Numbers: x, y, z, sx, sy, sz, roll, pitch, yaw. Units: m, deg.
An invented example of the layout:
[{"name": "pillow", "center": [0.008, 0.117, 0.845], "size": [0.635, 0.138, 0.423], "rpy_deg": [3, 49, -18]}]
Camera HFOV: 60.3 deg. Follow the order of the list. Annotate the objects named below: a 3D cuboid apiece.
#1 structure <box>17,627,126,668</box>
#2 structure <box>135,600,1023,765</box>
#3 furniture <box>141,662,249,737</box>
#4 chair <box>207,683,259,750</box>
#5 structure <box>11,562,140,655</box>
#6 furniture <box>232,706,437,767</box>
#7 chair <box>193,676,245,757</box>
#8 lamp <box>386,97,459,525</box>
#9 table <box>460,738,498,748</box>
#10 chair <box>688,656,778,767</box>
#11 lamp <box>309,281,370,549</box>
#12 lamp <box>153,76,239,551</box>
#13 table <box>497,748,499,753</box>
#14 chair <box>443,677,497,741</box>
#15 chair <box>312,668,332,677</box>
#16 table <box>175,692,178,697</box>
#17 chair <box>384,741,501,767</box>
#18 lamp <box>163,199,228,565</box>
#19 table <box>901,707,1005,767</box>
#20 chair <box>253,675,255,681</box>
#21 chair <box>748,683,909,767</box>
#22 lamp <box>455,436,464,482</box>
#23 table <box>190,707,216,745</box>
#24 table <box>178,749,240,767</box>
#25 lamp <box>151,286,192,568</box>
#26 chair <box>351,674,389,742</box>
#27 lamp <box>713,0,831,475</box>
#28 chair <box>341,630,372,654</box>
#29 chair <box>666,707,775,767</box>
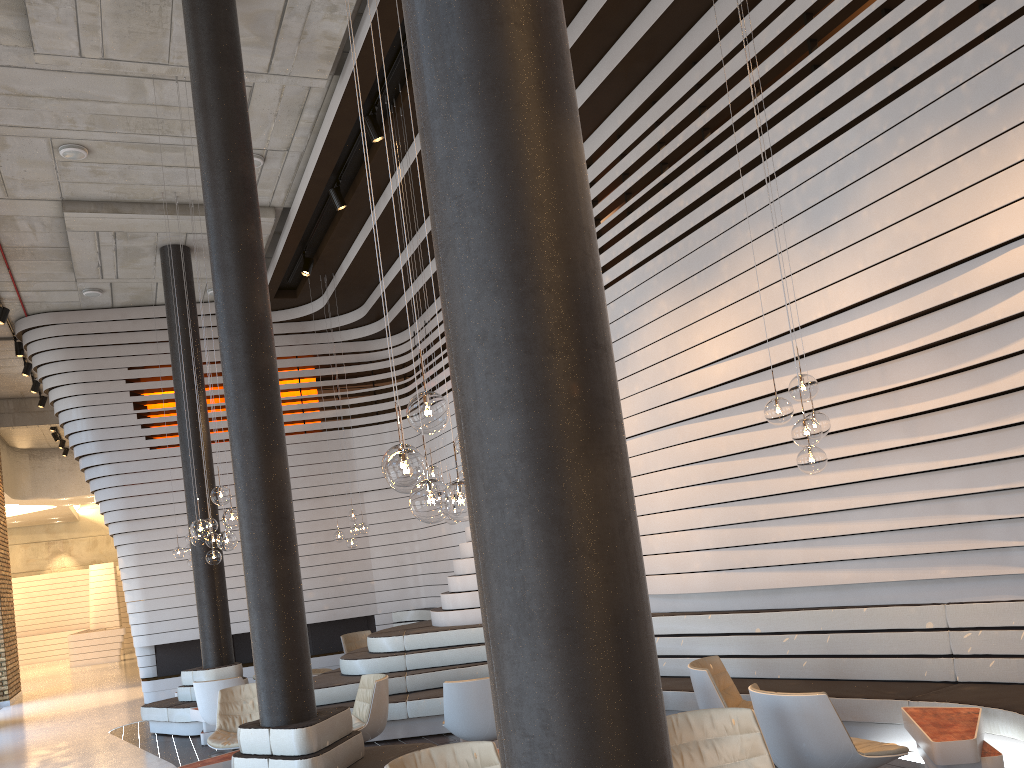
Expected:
[{"name": "structure", "center": [-13.184, 8.061, 27.188], "size": [2.535, 0.888, 7.638], "rpy_deg": [2, -14, -45]}, {"name": "structure", "center": [0.284, 2.678, 8.042], "size": [5.728, 0.918, 18.586], "rpy_deg": [-2, -12, -27]}, {"name": "furniture", "center": [-3.839, 3.844, 10.785], "size": [1.265, 0.714, 1.809], "rpy_deg": [-3, -11, -28]}, {"name": "chair", "center": [-2.274, 3.027, 7.653], "size": [0.655, 0.759, 0.721], "rpy_deg": [-7, -7, -6]}, {"name": "structure", "center": [-14.398, 7.617, 29.285], "size": [4.498, 2.836, 5.933], "rpy_deg": [-4, -10, -24]}, {"name": "furniture", "center": [-1.239, 2.623, 6.099], "size": [1.801, 0.715, 1.270], "rpy_deg": [-15, -12, 36]}, {"name": "chair", "center": [-2.866, 3.362, 9.025], "size": [0.661, 0.759, 0.714], "rpy_deg": [-9, -8, 13]}, {"name": "lamp", "center": [-0.897, -0.990, 8.256], "size": [0.291, 4.630, 0.554], "rpy_deg": [-5, -5, -29]}, {"name": "table", "center": [-0.101, 2.930, 7.609], "size": [0.909, 0.367, 0.417], "rpy_deg": [-9, -8, 9]}, {"name": "chair", "center": [1.543, 2.148, 5.665], "size": [0.717, 0.759, 0.658], "rpy_deg": [-10, -8, 20]}, {"name": "lamp", "center": [-2.559, 0.067, 12.732], "size": [0.545, 4.630, 0.296], "rpy_deg": [-8, -5, 2]}, {"name": "lamp", "center": [-2.686, -0.892, 7.507], "size": [0.539, 4.630, 0.299], "rpy_deg": [-4, -6, -39]}, {"name": "table", "center": [-0.246, 2.558, 5.518], "size": [0.416, 0.366, 0.912], "rpy_deg": [-9, -10, 13]}, {"name": "chair", "center": [-0.202, 2.572, 6.694], "size": [0.655, 0.759, 0.720], "rpy_deg": [-7, -7, -4]}, {"name": "chair", "center": [-2.597, 3.779, 11.448], "size": [0.705, 0.759, 0.669], "rpy_deg": [-5, -8, -19]}, {"name": "table", "center": [-4.123, 4.271, 11.926], "size": [0.421, 0.366, 0.900], "rpy_deg": [-15, -12, 43]}, {"name": "chair", "center": [-0.204, 2.055, 3.923], "size": [0.651, 0.759, 0.724], "rpy_deg": [-5, -8, -23]}, {"name": "lamp", "center": [-3.558, -0.266, 9.936], "size": [0.279, 4.584, 0.542], "rpy_deg": [-10, -5, 27]}, {"name": "table", "center": [2.532, 2.090, 4.987], "size": [0.416, 0.366, 0.912], "rpy_deg": [-9, -10, 13]}, {"name": "chair", "center": [-3.272, 4.042, 12.379], "size": [0.705, 0.759, 0.669], "rpy_deg": [-5, -8, -22]}, {"name": "chair", "center": [1.666, 1.942, 4.648], "size": [0.705, 0.759, 0.669], "rpy_deg": [-4, -8, -24]}, {"name": "lamp", "center": [-0.544, -1.401, 6.358], "size": [0.307, 4.696, 0.672], "rpy_deg": [-6, -5, -16]}, {"name": "table", "center": [-3.083, 3.725, 9.747], "size": [0.900, 0.367, 0.421], "rpy_deg": [-5, -8, -16]}, {"name": "table", "center": [-2.111, 3.052, 6.834], "size": [0.898, 0.367, 0.422], "rpy_deg": [-2, -10, -31]}, {"name": "lamp", "center": [-4.798, 0.327, 12.538], "size": [0.278, 4.584, 0.543], "rpy_deg": [-10, -5, 25]}, {"name": "chair", "center": [-1.322, 2.818, 7.214], "size": [0.705, 0.759, 0.669], "rpy_deg": [-5, -8, -21]}, {"name": "lamp", "center": [1.414, -1.758, 5.388], "size": [0.337, 4.669, 0.530], "rpy_deg": [-10, -5, 27]}, {"name": "chair", "center": [-2.028, 3.895, 12.474], "size": [0.723, 0.759, 0.653], "rpy_deg": [-14, -9, 39]}, {"name": "chair", "center": [0.961, 1.903, 3.940], "size": [0.654, 0.759, 0.721], "rpy_deg": [-7, -7, -8]}]
